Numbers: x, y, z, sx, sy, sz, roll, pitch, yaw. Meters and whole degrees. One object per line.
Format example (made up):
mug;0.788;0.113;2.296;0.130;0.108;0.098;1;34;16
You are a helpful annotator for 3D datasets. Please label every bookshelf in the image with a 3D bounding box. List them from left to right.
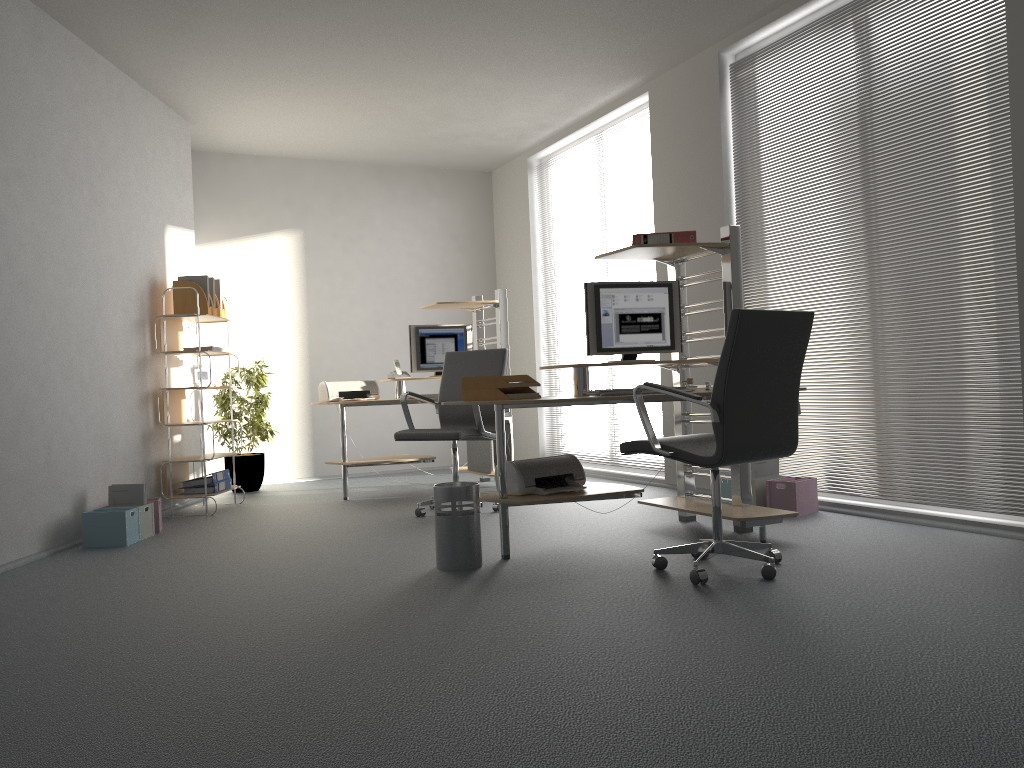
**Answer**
bookshelf;-2.233;0.124;6.365;0.381;1.572;0.724;-2;0;2

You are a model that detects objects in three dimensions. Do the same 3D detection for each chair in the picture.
chair;-0.367;0.301;5.710;0.584;1.048;0.652;-3;0;30
chair;0.843;0.246;3.655;0.584;1.048;0.652;-2;0;-39

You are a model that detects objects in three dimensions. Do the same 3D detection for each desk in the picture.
desk;-0.699;0.058;6.782;1.469;1.566;0.967;-2;0;-26
desk;0.510;0.002;4.263;1.469;1.566;0.967;-2;0;-26

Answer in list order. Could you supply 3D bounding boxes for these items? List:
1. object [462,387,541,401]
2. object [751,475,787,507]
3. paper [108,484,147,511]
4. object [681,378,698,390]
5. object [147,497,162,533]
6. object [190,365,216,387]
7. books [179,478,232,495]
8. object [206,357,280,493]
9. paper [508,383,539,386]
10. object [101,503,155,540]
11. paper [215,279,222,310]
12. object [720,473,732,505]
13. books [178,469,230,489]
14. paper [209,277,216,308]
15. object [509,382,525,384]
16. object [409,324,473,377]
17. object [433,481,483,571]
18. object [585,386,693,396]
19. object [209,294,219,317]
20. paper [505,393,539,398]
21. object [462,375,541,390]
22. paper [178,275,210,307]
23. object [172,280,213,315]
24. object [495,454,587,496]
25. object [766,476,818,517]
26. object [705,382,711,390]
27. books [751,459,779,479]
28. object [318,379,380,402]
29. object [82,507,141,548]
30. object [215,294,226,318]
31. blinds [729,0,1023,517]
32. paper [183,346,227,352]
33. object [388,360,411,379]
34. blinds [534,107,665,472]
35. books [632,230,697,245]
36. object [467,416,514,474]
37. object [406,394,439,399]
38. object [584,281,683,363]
object;-0.050;0.046;4.265;0.309;0.060;0.225;-3;0;43
object;1.483;0.653;5.273;0.245;0.202;0.185;-2;0;-26
paper;-2.259;0.742;5.212;0.220;0.306;0.068;-2;0;1
object;0.899;0.003;4.550;0.054;0.064;0.159;-3;0;31
object;-2.280;0.814;5.423;0.245;0.202;0.185;-2;0;-17
object;-2.218;-0.058;6.356;0.077;0.161;0.192;-2;0;20
books;-2.193;0.732;6.350;0.262;0.072;0.320;-2;0;2
object;-2.249;0.344;7.516;0.544;1.147;0.644;-2;0;3
paper;-0.051;0.006;4.265;0.297;0.010;0.210;-3;0;43
object;-2.256;0.813;5.197;0.245;0.202;0.185;-2;0;1
paper;-2.256;-0.622;6.569;0.213;0.297;0.045;-2;0;5
object;1.403;0.657;5.440;0.245;0.202;0.185;-2;0;-26
books;-2.206;0.678;6.351;0.263;0.100;0.320;-2;0;2
paper;-2.266;-0.622;6.445;0.213;0.297;0.045;-2;0;2
object;0.022;-0.006;4.194;0.008;0.009;0.159;-3;0;28
object;-0.573;-0.265;7.148;0.516;0.418;0.245;-2;0;-11
object;-0.241;0.636;3.963;0.208;0.377;0.208;-2;0;18
object;0.508;0.064;4.391;0.478;0.082;0.814;-2;0;-18
object;-2.265;-0.602;6.424;0.243;0.259;0.113;-2;0;2
paper;-0.049;0.058;4.265;0.297;0.019;0.210;-3;0;43
object;-0.053;-0.011;4.265;0.309;0.060;0.225;-3;0;43
paper;-2.268;-0.622;6.321;0.213;0.297;0.045;-2;0;0
object;-2.266;-0.602;6.301;0.243;0.259;0.113;-2;0;0
object;0.190;0.435;4.259;0.438;0.162;0.351;-2;0;-41
object;1.605;0.647;5.082;0.245;0.202;0.185;-2;0;-44
object;0.999;0.010;4.514;0.022;0.042;0.134;-2;0;16
books;1.486;0.582;5.260;0.220;0.306;0.068;-2;0;-25
object;-1.217;0.049;6.800;0.438;0.162;0.351;-2;0;-34
object;-2.260;0.813;5.012;0.245;0.202;0.185;-2;0;1
object;-2.255;-0.602;6.549;0.243;0.259;0.113;-2;0;5
blinds;1.918;-0.750;4.958;0.022;2.770;1.950;-2;0;-26
paper;-2.232;-0.243;6.460;0.213;0.046;0.297;-2;0;1
object;-0.890;-0.118;6.966;0.150;0.151;0.119;-2;0;-40
blinds;0.706;-0.694;7.483;0.037;2.749;1.950;-2;0;-26
books;0.792;-0.739;4.652;0.320;0.072;0.262;-2;0;7
object;-0.173;0.469;6.939;0.199;0.422;0.471;-2;0;-26
object;-0.659;0.118;6.912;0.478;0.082;0.814;-2;0;-18
object;0.627;-0.320;4.650;0.516;0.418;0.245;-2;0;-4
